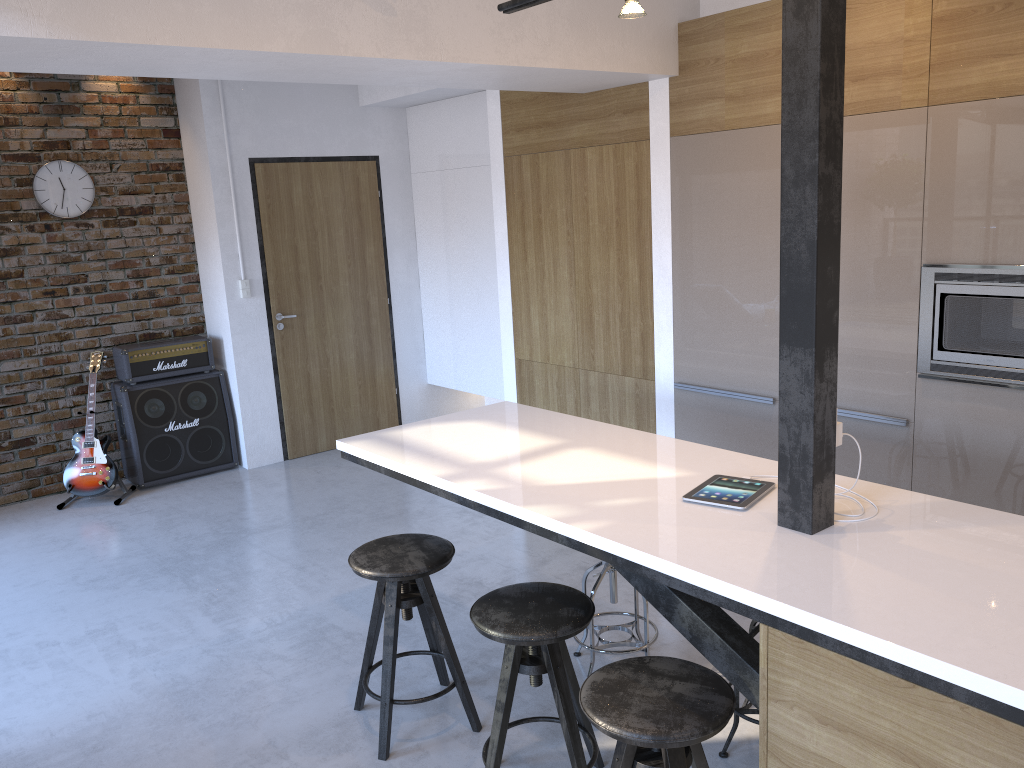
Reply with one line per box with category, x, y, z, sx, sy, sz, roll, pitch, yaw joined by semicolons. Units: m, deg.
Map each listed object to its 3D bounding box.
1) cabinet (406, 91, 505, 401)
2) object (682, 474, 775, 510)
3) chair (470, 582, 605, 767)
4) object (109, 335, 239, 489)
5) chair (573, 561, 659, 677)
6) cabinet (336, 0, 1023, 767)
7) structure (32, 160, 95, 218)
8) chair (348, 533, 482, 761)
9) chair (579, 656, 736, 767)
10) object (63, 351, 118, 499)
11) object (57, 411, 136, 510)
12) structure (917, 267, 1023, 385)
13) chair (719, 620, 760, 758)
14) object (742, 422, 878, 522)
cabinet;-0.196;-0.935;6.235;0.020;2.123;1.707;-13;15;-37
object;0.613;0.305;2.501;0.187;0.013;0.240;5;15;36
chair;0.074;0.934;2.580;0.365;0.632;0.364;-2;12;7
object;-2.341;0.168;6.135;0.695;0.939;0.357;-13;16;-37
chair;0.378;0.767;3.278;0.358;0.638;0.355;-2;12;7
cabinet;2.335;-0.072;1.269;2.469;2.881;9.101;-13;15;-37
structure;-2.878;-1.249;5.695;0.359;0.361;0.040;-13;16;-37
chair;-0.352;0.864;3.035;0.366;0.632;0.366;-8;13;-22
chair;0.351;1.014;2.114;0.366;0.632;0.365;3;14;26
object;-2.730;0.256;5.791;0.330;0.876;0.523;-4;12;-3
object;-2.712;0.466;5.710;0.389;0.590;0.330;-4;12;-3
structure;1.862;-0.235;3.202;0.396;0.398;0.595;-13;15;-37
chair;0.830;0.842;2.790;0.357;0.638;0.356;4;14;30
object;0.829;0.188;2.420;0.214;0.247;0.416;-7;12;-17
